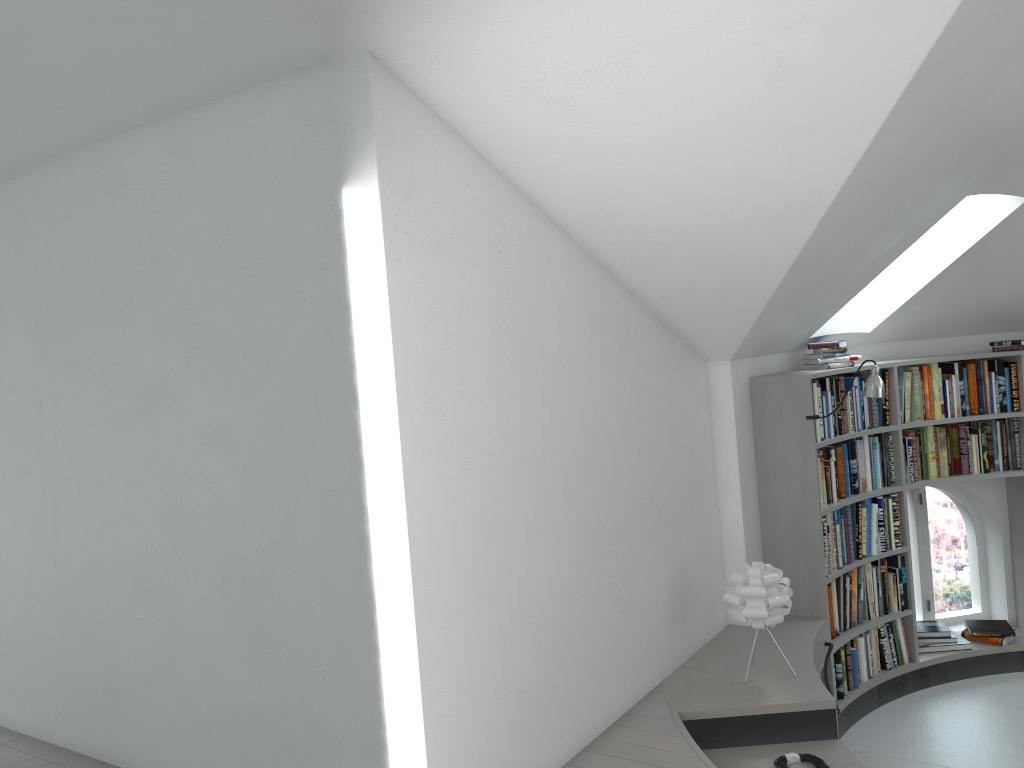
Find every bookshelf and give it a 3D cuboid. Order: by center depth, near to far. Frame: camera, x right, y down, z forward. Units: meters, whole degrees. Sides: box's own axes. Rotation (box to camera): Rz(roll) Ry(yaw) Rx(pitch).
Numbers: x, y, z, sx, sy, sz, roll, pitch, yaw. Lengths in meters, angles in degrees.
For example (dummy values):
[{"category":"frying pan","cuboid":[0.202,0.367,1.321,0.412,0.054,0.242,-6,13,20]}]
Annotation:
[{"category":"bookshelf","cuboid":[3.813,0.722,4.773,4.329,1.880,2.112,-3,2,34]}]

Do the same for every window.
[{"category":"window","cuboid":[3.897,1.097,5.772,3.228,1.150,0.618,-4,1,20]}]

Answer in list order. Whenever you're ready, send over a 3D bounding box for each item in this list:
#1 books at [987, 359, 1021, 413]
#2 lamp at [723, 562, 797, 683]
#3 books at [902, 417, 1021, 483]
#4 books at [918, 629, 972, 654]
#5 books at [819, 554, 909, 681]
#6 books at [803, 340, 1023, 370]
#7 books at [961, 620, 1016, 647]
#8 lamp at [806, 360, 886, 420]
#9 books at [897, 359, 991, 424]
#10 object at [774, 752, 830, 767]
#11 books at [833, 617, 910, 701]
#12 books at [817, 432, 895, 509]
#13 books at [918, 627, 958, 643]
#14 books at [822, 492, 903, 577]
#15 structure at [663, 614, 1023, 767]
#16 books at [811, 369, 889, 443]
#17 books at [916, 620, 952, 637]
[{"category":"books","cuboid":[3.395,-0.005,5.801,0.682,0.346,0.265,-4,1,11]},{"category":"lamp","cuboid":[1.178,1.118,4.209,0.305,0.525,0.306,-4,1,23]},{"category":"books","cuboid":[3.579,0.374,5.599,2.527,0.371,0.591,-4,2,15]},{"category":"books","cuboid":[2.763,1.685,5.865,0.365,0.042,0.388,-5,2,1]},{"category":"books","cuboid":[1.846,1.461,5.164,0.390,0.695,1.643,-4,2,44]},{"category":"books","cuboid":[3.208,-0.291,5.560,2.813,0.173,0.748,-4,2,5]},{"category":"books","cuboid":[3.134,1.630,5.820,0.317,0.099,0.292,-3,3,36]},{"category":"lamp","cuboid":[1.827,0.029,4.865,0.413,0.312,0.117,-4,1,31]},{"category":"books","cuboid":[2.716,0.040,5.762,0.793,0.373,0.269,-5,1,-12]},{"category":"object","cuboid":[1.191,1.567,3.486,0.218,0.082,0.473,-5,2,-3]},{"category":"books","cuboid":[2.081,1.625,5.408,0.919,0.319,0.282,-6,2,-38]},{"category":"books","cuboid":[1.958,0.510,5.380,1.089,0.347,0.303,-7,2,-40]},{"category":"books","cuboid":[2.760,1.651,5.864,0.269,0.031,0.286,-4,2,11]},{"category":"books","cuboid":[1.996,0.887,5.335,1.021,0.359,0.260,-6,2,-39]},{"category":"structure","cuboid":[3.107,1.595,3.639,4.711,0.693,4.710,-5,2,-11]},{"category":"books","cuboid":[1.921,0.125,5.354,1.034,0.361,0.300,-6,2,-40]},{"category":"books","cuboid":[2.758,1.620,5.864,0.213,0.036,0.227,-4,2,11]}]
